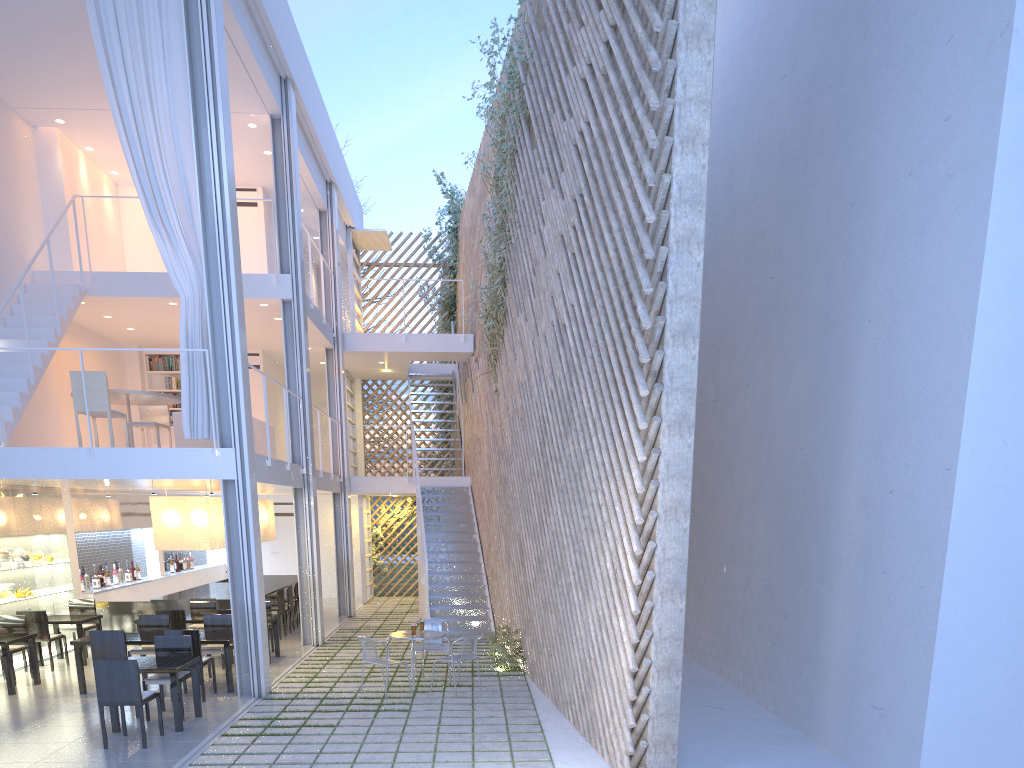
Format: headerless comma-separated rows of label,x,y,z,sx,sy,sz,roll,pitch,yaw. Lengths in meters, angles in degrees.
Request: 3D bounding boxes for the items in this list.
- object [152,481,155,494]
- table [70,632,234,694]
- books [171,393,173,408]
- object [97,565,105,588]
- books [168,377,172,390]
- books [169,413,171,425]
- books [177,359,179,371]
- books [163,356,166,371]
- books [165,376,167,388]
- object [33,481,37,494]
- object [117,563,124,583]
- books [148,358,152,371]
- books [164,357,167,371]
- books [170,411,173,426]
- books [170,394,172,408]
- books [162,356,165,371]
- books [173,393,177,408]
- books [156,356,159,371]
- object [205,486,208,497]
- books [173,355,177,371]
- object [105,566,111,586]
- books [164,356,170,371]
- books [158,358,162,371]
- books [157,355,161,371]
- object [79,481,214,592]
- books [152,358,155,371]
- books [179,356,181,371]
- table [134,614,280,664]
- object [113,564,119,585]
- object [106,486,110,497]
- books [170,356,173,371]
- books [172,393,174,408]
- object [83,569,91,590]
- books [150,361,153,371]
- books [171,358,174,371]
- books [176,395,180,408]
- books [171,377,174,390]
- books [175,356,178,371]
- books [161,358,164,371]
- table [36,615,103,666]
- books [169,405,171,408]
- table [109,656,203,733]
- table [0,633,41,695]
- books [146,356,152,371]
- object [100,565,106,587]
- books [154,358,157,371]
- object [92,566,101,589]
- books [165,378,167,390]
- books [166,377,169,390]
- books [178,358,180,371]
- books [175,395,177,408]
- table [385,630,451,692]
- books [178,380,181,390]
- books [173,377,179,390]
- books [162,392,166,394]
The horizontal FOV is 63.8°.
object,-2.104,0.608,4.822,0.029,0.082,0.027,2,11,8
table,-2.128,1.700,5.023,0.916,0.344,0.341,0,2,-3
books,-3.298,0.169,8.013,0.009,0.151,0.085,-1,7,-3
object,-3.439,1.426,5.955,0.106,0.293,2.041,0,-8,-1
books,-3.361,0.544,6.462,0.039,1.698,3.525,1,-4,2
books,-3.333,0.356,8.055,0.015,0.131,0.085,-1,6,-3
books,-3.209,-0.176,7.943,0.018,0.126,0.081,-1,6,-3
books,-3.337,-0.188,7.935,0.025,0.151,0.079,-1,8,-3
books,-3.384,0.542,6.473,0.040,1.701,3.474,0,-4,1
object,-2.781,0.602,4.790,0.029,0.082,0.027,2,11,8
object,-3.518,1.702,7.394,0.044,0.194,0.044,11,16,43
books,-3.479,-0.180,7.926,0.006,0.128,0.091,-1,5,-3
books,-3.328,-0.188,7.936,0.025,0.151,0.079,-1,8,-3
books,-3.317,0.343,8.053,0.015,0.159,0.083,-1,8,-3
books,-3.308,0.171,8.014,0.010,0.146,0.085,-1,7,-3
books,-3.346,-0.189,7.935,0.025,0.151,0.079,-1,8,-3
books,-3.279,0.170,8.016,0.011,0.151,0.082,-1,8,-3
books,-3.406,-0.190,7.931,0.011,0.151,0.082,-1,8,-3
object,-2.152,0.756,5.789,0.029,0.082,0.027,2,11,8
books,-3.244,-0.192,7.937,0.015,0.159,0.083,-1,8,-3
object,-3.444,1.420,5.926,0.058,0.298,2.392,0,-8,-2
books,-3.319,-0.188,7.936,0.025,0.151,0.079,-1,8,-3
books,-3.376,-0.179,7.932,0.021,0.128,0.088,-1,6,-3
books,-3.393,-0.193,7.932,0.011,0.159,0.078,-1,8,-3
object,-2.666,1.124,5.736,1.673,0.842,1.811,0,-5,-5
books,-3.444,-0.181,7.938,0.021,0.136,0.066,-1,8,-3
books,-3.188,-0.188,7.939,0.009,0.151,0.085,-1,7,-3
table,-2.172,1.839,5.932,0.916,0.344,0.341,0,2,-3
object,-3.505,1.683,7.272,0.044,0.194,0.040,0,12,-2
object,-2.828,0.750,5.757,0.029,0.082,0.027,2,11,8
books,-3.280,-0.187,7.940,0.027,0.149,0.075,-1,8,-3
books,-3.289,0.170,8.017,0.008,0.151,0.079,-1,8,-3
object,-3.461,1.409,5.843,0.046,0.293,1.843,0,-8,-2
books,-3.466,-0.165,7.945,0.021,0.103,0.060,-1,7,-3
books,-3.259,-0.179,7.939,0.015,0.131,0.085,-1,6,-3
books,-3.255,0.179,8.026,0.006,0.134,0.068,-1,8,-3
books,-3.351,0.528,6.469,0.037,1.669,3.505,1,-4,3
books,-3.224,-0.186,7.938,0.010,0.146,0.085,-1,7,-3
books,-3.360,-0.182,7.930,0.007,0.134,0.092,-1,6,-3
table,-3.168,1.831,5.885,0.359,0.344,0.341,0,2,-3
books,-3.322,0.181,8.017,0.018,0.126,0.081,-1,6,-3
table,-1.807,1.570,4.174,0.359,0.344,0.341,0,2,-3
table,-3.124,1.692,4.976,0.359,0.344,0.341,0,2,-3
books,-3.490,-0.189,7.926,0.015,0.148,0.084,-1,7,-3
object,-3.470,1.432,5.998,0.067,0.293,2.112,-1,-8,-3
books,-3.423,-0.181,7.939,0.021,0.136,0.066,-1,8,-3
object,-3.437,1.419,5.909,0.047,0.294,1.965,-1,-8,-2
books,-3.399,0.538,6.471,0.080,1.674,3.494,0,-4,1
books,-3.363,0.532,6.484,0.027,1.665,3.467,0,-4,1
books,-3.196,-0.180,7.938,0.005,0.134,0.091,-1,6,-3
books,-3.266,0.180,8.016,0.015,0.129,0.089,-1,6,-3
table,-0.584,1.713,5.111,0.344,0.346,0.342,-2,3,-40
books,-3.225,0.015,8.000,0.040,0.105,0.060,0,7,-3
books,-3.361,0.549,6.479,0.030,1.703,3.497,1,-4,4
books,-3.381,0.165,8.010,0.015,0.159,0.083,-1,8,-3
